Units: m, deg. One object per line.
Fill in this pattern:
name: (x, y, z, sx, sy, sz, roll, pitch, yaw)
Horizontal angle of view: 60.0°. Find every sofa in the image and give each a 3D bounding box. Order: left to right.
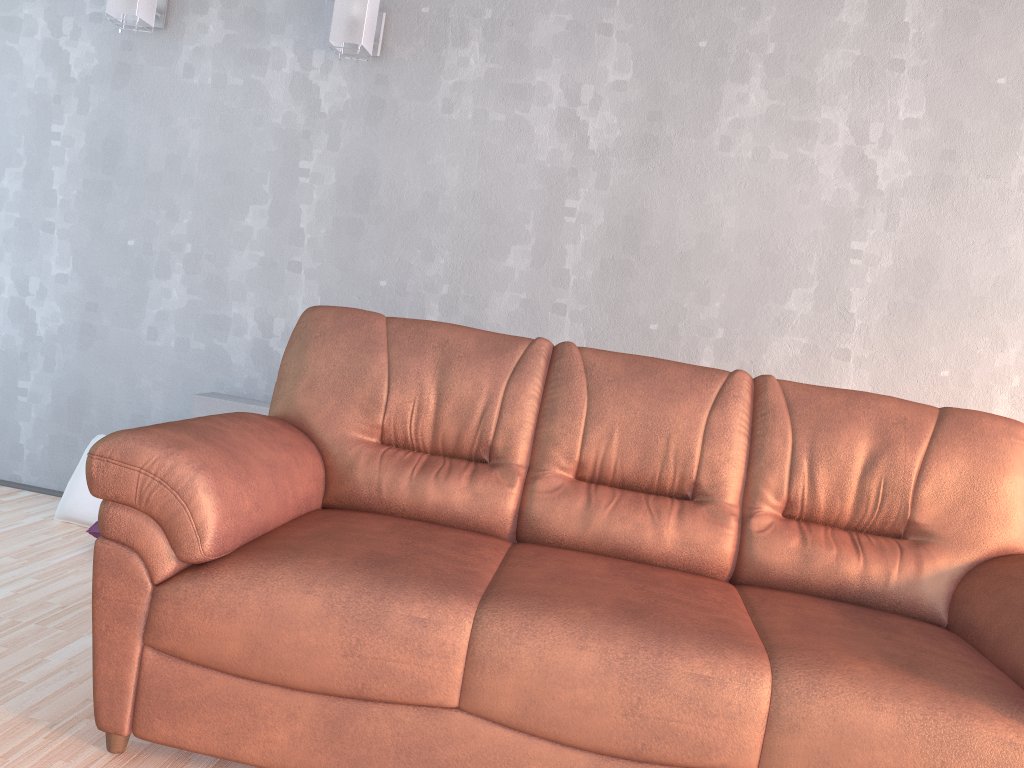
sofa: (0.270, 0.392, 2.086, 2.202, 0.923, 0.981, 10, 4, 7)

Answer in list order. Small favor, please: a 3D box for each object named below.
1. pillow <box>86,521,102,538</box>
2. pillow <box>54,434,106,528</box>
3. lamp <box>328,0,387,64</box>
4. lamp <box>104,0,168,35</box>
pillow: (-1.250, 0.516, 3.167, 0.392, 0.130, 0.365, 11, 4, 27)
pillow: (-1.510, 0.380, 3.347, 0.327, 0.326, 0.241, 10, 4, 10)
lamp: (-0.580, -1.354, 3.318, 0.165, 0.319, 0.177, 10, 4, 7)
lamp: (-1.446, -1.502, 3.415, 0.165, 0.319, 0.168, 10, 4, 7)
